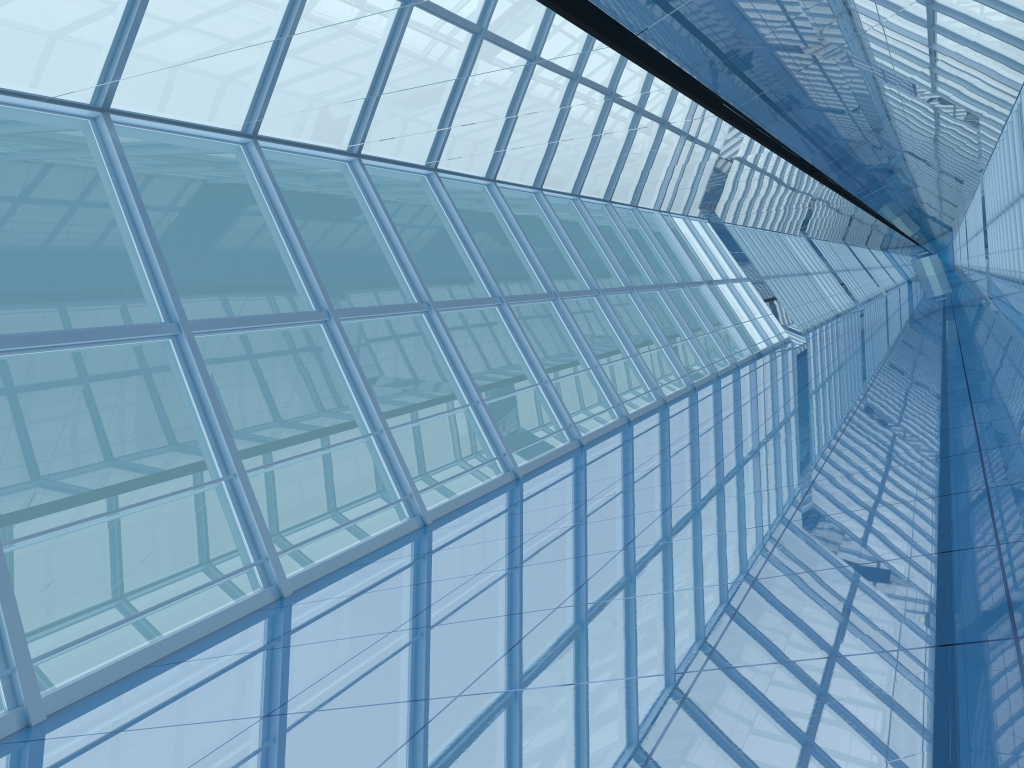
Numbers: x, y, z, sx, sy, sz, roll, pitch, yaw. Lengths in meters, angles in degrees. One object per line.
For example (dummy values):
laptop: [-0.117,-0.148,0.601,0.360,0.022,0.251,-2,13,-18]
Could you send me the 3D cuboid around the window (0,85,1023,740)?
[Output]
window: [21.770,-7.433,47.105,9.547,4.897,110.701,-16,0,28]
